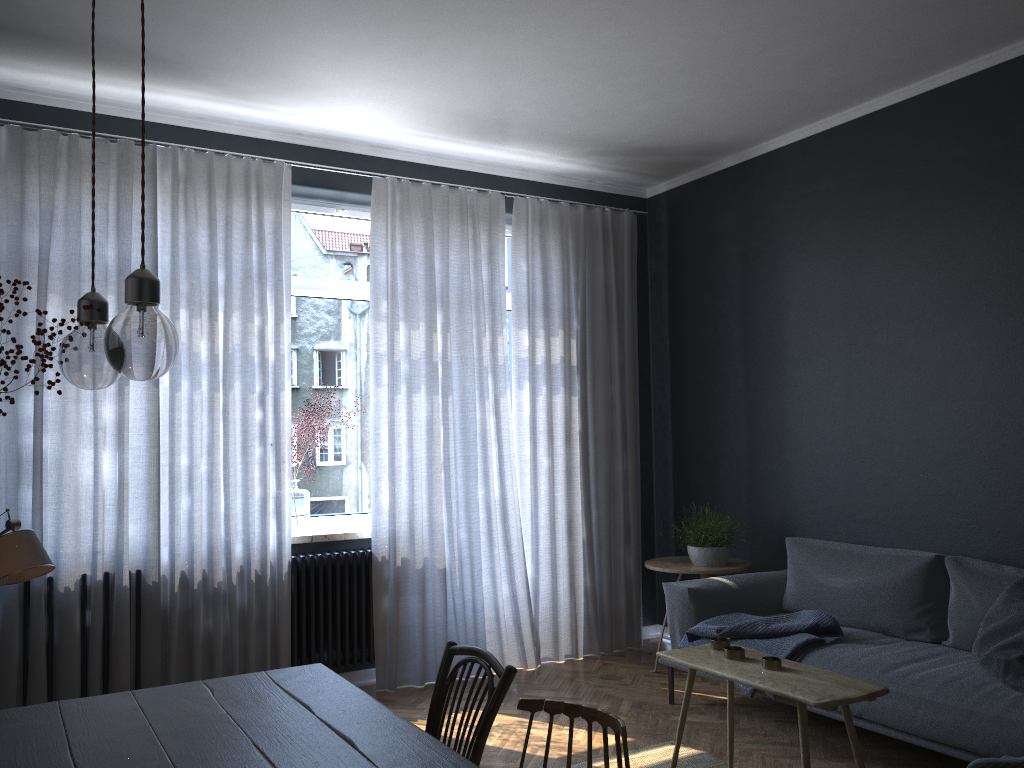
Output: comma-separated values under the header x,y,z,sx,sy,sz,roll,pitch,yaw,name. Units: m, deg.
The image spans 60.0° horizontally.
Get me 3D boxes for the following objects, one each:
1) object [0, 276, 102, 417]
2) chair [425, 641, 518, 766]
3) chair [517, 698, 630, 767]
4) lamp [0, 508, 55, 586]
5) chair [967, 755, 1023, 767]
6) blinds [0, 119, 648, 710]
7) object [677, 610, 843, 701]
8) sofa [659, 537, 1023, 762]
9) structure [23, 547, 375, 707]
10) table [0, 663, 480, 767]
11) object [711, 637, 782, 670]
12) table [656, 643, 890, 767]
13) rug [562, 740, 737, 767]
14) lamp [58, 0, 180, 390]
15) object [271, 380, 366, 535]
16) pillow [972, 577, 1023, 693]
x,y,z,sx,sy,sz,roll,pitch,yaw,name
-1.114,0.245,1.437,0.557,0.930,0.639,-3,-3,30,object
-0.260,1.048,2.027,0.467,0.819,0.363,1,-3,-31,chair
0.023,0.993,1.437,0.456,0.856,0.384,-4,-4,45,chair
-1.357,0.818,2.028,0.800,1.069,0.242,-2,-3,14,lamp
1.365,1.033,2.195,0.495,0.810,0.645,-3,-4,38,chair
-0.848,0.239,4.785,3.993,2.787,0.312,1,-3,-30,blinds
1.136,1.184,4.046,0.490,0.329,0.667,1,-4,-25,object
1.692,1.129,3.705,0.970,0.797,2.342,1,-4,-31,sofa
-1.462,1.185,4.444,1.846,0.600,0.216,1,-3,-30,structure
-0.597,1.064,1.434,1.126,0.727,1.605,1,-4,-30,table
0.799,0.944,3.106,0.103,0.033,0.369,0,-4,-20,object
0.849,1.224,2.962,0.339,0.549,0.788,1,-4,-30,table
0.774,1.485,2.747,1.003,0.013,2.012,1,-4,-30,rug
-0.029,-0.786,1.658,1.590,1.573,0.583,-1,-3,1,lamp
-1.106,0.397,4.729,0.599,0.809,0.514,-3,-4,34,object
1.956,0.911,3.149,0.442,0.361,0.798,0,-3,-12,pillow
